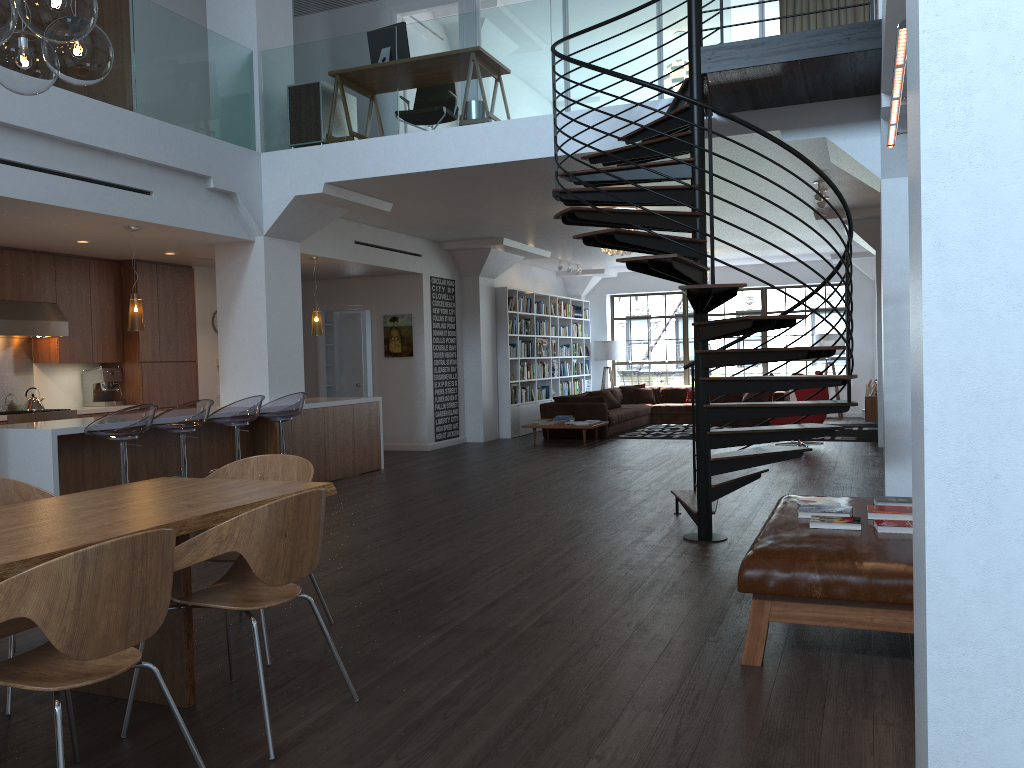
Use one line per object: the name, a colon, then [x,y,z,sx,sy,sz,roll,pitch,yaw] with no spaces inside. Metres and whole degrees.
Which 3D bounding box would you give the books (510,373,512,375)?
books: [-0.088,-0.162,14.378,0.144,0.025,0.204,-1,2,12]

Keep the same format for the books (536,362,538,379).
books: [0.352,-0.233,15.413,0.198,0.284,0.066,-1,2,21]

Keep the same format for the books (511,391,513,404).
books: [-0.070,0.219,14.320,0.161,0.223,0.032,-1,2,22]

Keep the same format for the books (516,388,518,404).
books: [0.010,0.196,14.544,0.180,0.251,0.048,-1,2,22]

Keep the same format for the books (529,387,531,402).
books: [0.236,0.173,15.097,0.183,0.253,0.042,-1,2,22]

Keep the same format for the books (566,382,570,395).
books: [1.017,0.098,17.015,0.183,0.253,0.034,-1,2,21]

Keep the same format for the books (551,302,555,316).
books: [0.701,-1.373,16.317,0.160,0.251,0.031,-1,2,22]

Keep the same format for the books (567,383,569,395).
books: [0.993,0.106,16.983,0.174,0.240,0.045,-1,2,21]

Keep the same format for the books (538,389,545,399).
books: [0.518,0.184,15.771,0.128,0.178,0.021,-1,2,22]

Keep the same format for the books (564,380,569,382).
books: [1.021,0.078,17.050,0.176,0.290,0.036,-1,2,21]

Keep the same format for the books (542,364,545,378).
books: [0.496,-0.230,15.731,0.183,0.253,0.034,-1,2,21]

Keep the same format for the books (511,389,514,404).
books: [-0.054,0.209,14.360,0.174,0.240,0.054,-1,2,22]

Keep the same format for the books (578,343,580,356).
books: [1.263,-0.679,17.679,0.183,0.253,0.042,-1,2,22]

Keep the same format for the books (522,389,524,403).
books: [0.101,0.197,14.774,0.176,0.231,0.053,-1,2,22]

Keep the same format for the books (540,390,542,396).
books: [0.473,0.195,15.652,0.120,0.167,0.020,-1,2,22]

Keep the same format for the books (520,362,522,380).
books: [0.092,-0.213,14.708,0.140,0.298,0.044,-1,2,22]

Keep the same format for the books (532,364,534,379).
books: [0.289,-0.210,15.242,0.160,0.250,0.026,-1,2,22]

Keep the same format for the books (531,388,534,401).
books: [0.269,0.179,15.181,0.174,0.236,0.142,-1,2,21]

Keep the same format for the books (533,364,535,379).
books: [0.302,-0.213,15.268,0.183,0.253,0.034,-1,2,22]

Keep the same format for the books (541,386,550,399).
books: [0.605,0.148,16.011,0.140,0.231,0.042,-1,2,22]

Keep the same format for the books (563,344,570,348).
books: [1.054,-0.646,17.124,0.140,0.231,0.042,-1,2,22]

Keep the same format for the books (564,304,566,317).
books: [0.932,-1.394,16.878,0.171,0.246,0.057,-1,2,22]

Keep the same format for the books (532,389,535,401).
books: [0.298,0.192,15.231,0.161,0.207,0.135,-1,2,21]

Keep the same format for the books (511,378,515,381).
books: [-0.084,-0.067,14.381,0.197,0.035,0.284,-1,2,12]

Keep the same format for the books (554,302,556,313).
books: [0.729,-1.376,16.377,0.160,0.251,0.039,-1,2,22]

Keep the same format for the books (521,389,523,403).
books: [0.094,0.203,14.729,0.161,0.223,0.032,-1,2,22]

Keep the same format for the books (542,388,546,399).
books: [0.526,0.176,15.799,0.139,0.191,0.036,-1,2,22]

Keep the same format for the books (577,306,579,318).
books: [1.231,-1.428,17.638,0.183,0.253,0.042,-1,2,22]

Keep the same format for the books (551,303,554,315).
books: [0.653,-1.361,16.191,0.174,0.236,0.136,-1,2,21]

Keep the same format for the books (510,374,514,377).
books: [-0.090,-0.133,14.375,0.174,0.032,0.254,-1,2,17]

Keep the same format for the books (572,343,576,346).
books: [1.170,-0.670,17.459,0.183,0.253,0.042,-1,2,22]

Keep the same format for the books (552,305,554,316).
books: [0.681,-1.348,16.239,0.161,0.207,0.130,-1,2,21]

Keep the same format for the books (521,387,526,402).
books: [0.143,0.181,14.877,0.183,0.253,0.042,-1,2,22]

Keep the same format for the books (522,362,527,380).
books: [0.154,-0.217,14.919,0.176,0.290,0.053,-1,2,22]

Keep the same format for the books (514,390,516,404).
books: [-0.021,0.215,14.428,0.161,0.223,0.032,-1,2,22]

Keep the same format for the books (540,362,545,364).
books: [0.500,-0.250,15.766,0.176,0.290,0.036,-1,2,21]

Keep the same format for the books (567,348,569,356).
books: [1.033,-0.611,17.042,0.120,0.167,0.020,-1,2,22]

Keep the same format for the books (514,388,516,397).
books: [-0.021,0.198,14.467,0.183,0.253,0.042,-1,2,22]

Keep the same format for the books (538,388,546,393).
books: [0.533,0.170,15.831,0.146,0.202,0.027,-1,2,22]

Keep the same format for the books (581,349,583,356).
books: [1.325,-0.660,17.813,0.161,0.207,0.135,-1,2,21]

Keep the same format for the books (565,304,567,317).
books: [0.960,-1.400,16.955,0.183,0.253,0.034,-1,2,22]

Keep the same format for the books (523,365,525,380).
books: [0.126,-0.192,14.842,0.171,0.246,0.057,-1,2,22]

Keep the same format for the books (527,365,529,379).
books: [0.207,-0.199,15.035,0.171,0.246,0.057,-1,2,22]

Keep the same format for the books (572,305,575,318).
books: [1.140,-1.420,17.440,0.183,0.253,0.042,-1,2,22]

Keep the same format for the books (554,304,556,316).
books: [0.721,-1.361,16.343,0.161,0.223,0.032,-1,2,22]

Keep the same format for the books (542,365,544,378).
books: [0.471,-0.222,15.699,0.174,0.240,0.045,-1,2,21]

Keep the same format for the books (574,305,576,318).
books: [1.162,-1.422,17.478,0.183,0.253,0.042,-1,2,22]

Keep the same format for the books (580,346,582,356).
books: [1.296,-0.673,17.763,0.174,0.236,0.142,-1,2,21]

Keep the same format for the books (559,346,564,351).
books: [0.915,-0.620,16.783,0.140,0.206,0.042,-1,2,22]

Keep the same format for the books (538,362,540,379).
books: [0.401,-0.240,15.512,0.176,0.290,0.053,-1,2,21]

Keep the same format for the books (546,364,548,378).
books: [0.551,-0.237,15.904,0.183,0.253,0.034,-1,2,21]

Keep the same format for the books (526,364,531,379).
books: [0.235,-0.206,15.112,0.183,0.253,0.034,-1,2,22]
